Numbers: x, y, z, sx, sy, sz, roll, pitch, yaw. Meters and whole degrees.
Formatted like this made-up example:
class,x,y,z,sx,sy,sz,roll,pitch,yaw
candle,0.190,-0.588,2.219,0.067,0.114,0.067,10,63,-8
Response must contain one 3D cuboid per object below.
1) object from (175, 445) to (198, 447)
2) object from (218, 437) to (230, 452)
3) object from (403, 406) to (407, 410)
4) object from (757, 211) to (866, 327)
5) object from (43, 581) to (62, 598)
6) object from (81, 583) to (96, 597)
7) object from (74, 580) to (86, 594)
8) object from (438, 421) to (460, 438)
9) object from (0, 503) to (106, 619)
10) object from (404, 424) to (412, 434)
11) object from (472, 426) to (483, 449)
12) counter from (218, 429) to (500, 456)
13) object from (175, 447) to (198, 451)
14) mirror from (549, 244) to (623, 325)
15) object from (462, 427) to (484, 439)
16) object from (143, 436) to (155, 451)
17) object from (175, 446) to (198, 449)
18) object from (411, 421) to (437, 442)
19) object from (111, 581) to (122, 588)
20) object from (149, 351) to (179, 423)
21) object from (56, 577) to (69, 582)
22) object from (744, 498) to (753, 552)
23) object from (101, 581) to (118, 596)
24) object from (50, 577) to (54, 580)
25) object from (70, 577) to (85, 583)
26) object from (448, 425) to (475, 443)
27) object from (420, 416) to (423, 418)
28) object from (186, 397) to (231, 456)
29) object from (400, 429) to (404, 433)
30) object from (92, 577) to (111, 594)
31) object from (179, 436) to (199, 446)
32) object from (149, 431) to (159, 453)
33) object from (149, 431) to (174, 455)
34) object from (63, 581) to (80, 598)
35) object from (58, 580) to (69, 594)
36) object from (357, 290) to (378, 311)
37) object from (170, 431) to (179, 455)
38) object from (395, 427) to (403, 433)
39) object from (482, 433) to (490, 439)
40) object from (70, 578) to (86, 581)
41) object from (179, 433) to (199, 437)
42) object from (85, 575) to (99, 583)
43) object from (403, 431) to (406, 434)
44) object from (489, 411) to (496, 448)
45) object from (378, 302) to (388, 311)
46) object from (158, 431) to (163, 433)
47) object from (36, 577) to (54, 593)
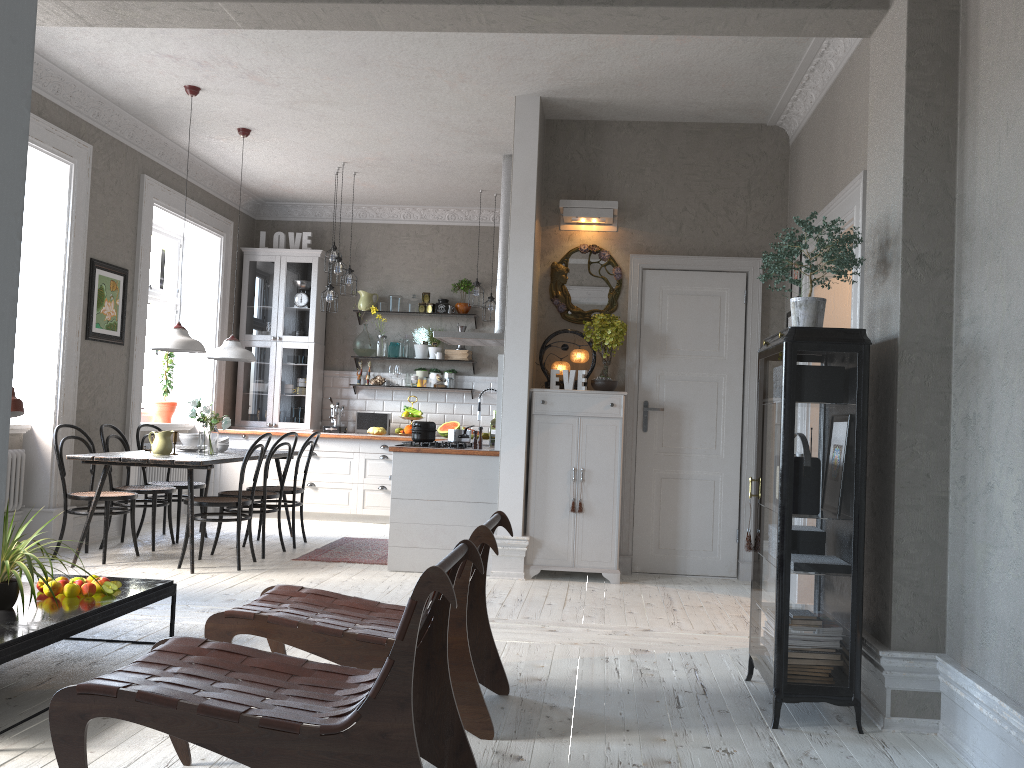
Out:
class,x,y,z,sx,sy,sz,roll,pitch,yaw
object,-2.478,0.487,6.836,0.233,0.027,0.241,1,-3,28
object,-2.257,0.469,6.866,0.123,0.119,0.129,2,-2,21
object,-1.093,0.252,9.206,0.074,0.058,0.050,3,-2,-19
object,1.202,-0.450,3.557,0.409,0.506,0.403,2,-2,21
object,-1.839,0.820,3.543,0.069,0.066,0.071,2,-2,20
object,-1.711,0.831,3.581,0.056,0.058,0.057,1,-3,29
object,-1.769,0.830,3.625,0.057,0.058,0.058,3,-2,-4
object,-0.643,0.466,9.020,0.232,0.174,0.221,1,-3,26
object,-1.882,0.641,3.338,0.721,0.420,0.673,1,-2,23
object,-1.049,0.465,9.091,0.115,0.111,0.109,4,-3,-28
object,-0.241,0.375,6.232,0.073,0.167,0.036,2,-2,4
counter,-1.475,0.488,7.833,3.152,0.039,3.400,2,-2,5
object,-2.479,0.505,6.835,0.234,0.027,0.241,1,-2,23
mirror,0.538,-0.731,6.452,0.531,0.593,0.071,2,-2,4
object,-0.392,0.498,8.953,0.226,0.127,0.147,3,-2,-13
object,-2.676,0.446,6.621,0.141,0.112,0.138,3,-2,-13
object,-2.479,0.496,6.836,0.241,0.027,0.233,3,-2,-27
object,-0.631,0.341,6.340,0.192,0.147,0.191,3,-2,-16
object,-1.686,0.848,3.741,0.046,0.037,0.067,1,-3,32
object,-3.292,-0.039,8.417,0.255,0.813,0.265,1,-3,32
object,-1.867,0.828,3.670,0.058,0.058,0.058,3,-2,-13
object,1.013,0.603,3.786,0.041,0.234,0.044,4,-3,-39
object,-1.651,0.837,3.623,0.058,0.053,0.060,2,-2,11
object,-1.938,0.827,3.673,0.069,0.055,0.058,4,-3,-28
object,-1.804,0.831,3.675,0.063,0.058,0.060,4,-3,-41
object,-0.340,0.369,6.551,0.297,0.134,0.178,1,-3,39
object,-0.952,0.344,9.225,0.052,0.050,0.049,2,-2,14
object,-2.180,0.304,6.369,0.311,0.414,0.252,2,-2,3
object,-1.123,0.493,9.203,0.084,0.057,0.090,1,-3,37
object,-1.701,0.832,3.665,0.073,0.064,0.076,1,-3,35
object,-2.477,0.451,6.837,0.180,0.094,0.179,3,-2,-4
object,-2.553,0.411,6.374,0.097,0.172,0.095,3,-2,-14
object,-2.444,0.409,6.176,0.152,0.170,0.133,4,-3,-34
object,-1.770,0.825,3.561,0.060,0.063,0.063,1,-3,36
object,-1.836,0.828,3.613,0.058,0.056,0.060,3,-2,-8
object,-1.547,-0.879,9.446,0.188,0.216,0.175,2,-2,18
object,-2.381,0.416,6.255,0.058,0.167,0.060,2,-2,18
object,-1.158,0.490,9.242,0.075,0.072,0.154,1,-3,34
object,-0.278,0.535,9.120,0.204,0.073,0.118,4,-3,-32
object,-1.832,0.842,3.738,0.064,0.039,0.067,2,-2,11
object,-2.476,0.431,6.838,0.180,0.094,0.179,3,-2,-4
object,-1.756,0.832,3.718,0.060,0.062,0.063,3,-2,-14
object,-1.106,0.504,9.217,0.070,0.076,0.227,3,-2,-12
object,-0.122,0.345,6.760,0.089,0.282,0.082,2,-2,5
object,-1.384,-0.818,9.492,0.103,0.111,0.103,2,-2,4
object,-2.500,0.410,6.298,0.061,0.172,0.063,1,-3,26
object,-1.902,0.820,3.607,0.066,0.066,0.071,2,-2,10
